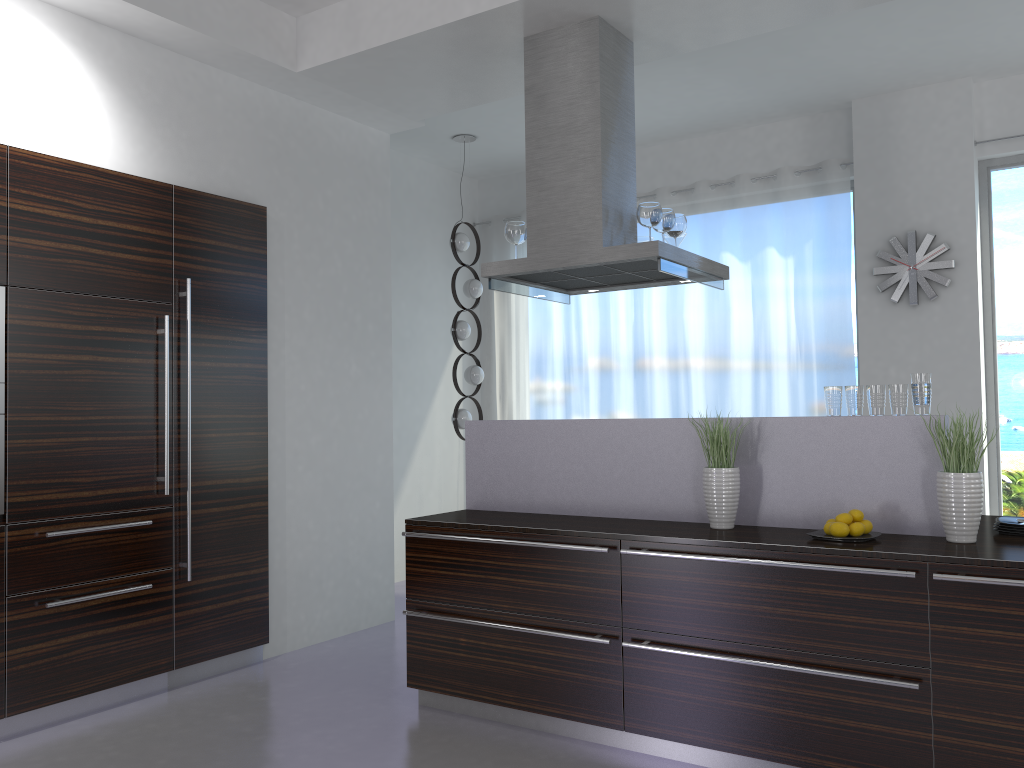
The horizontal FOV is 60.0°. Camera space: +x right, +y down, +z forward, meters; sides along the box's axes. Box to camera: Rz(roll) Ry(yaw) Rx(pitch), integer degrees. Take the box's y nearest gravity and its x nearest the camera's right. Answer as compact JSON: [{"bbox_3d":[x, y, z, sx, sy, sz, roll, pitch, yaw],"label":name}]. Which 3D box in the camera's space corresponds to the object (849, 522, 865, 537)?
[{"bbox_3d":[1.249,0.528,3.217,0.061,0.054,0.052,-1,-2,11],"label":"object"}]

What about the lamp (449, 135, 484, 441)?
[{"bbox_3d":[-0.354,-0.744,6.907,0.180,2.370,0.367,-2,-2,27],"label":"lamp"}]

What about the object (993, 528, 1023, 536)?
[{"bbox_3d":[1.934,0.549,3.307,0.232,0.020,0.232,-3,-3,42],"label":"object"}]

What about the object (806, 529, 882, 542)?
[{"bbox_3d":[1.216,0.556,3.250,0.232,0.020,0.232,-3,-3,42],"label":"object"}]

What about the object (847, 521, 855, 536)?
[{"bbox_3d":[1.244,0.531,3.275,0.057,0.060,0.071,-2,-2,35],"label":"object"}]

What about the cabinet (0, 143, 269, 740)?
[{"bbox_3d":[-2.574,0.237,3.536,0.669,2.500,3.600,-2,-2,34],"label":"cabinet"}]

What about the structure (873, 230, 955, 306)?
[{"bbox_3d":[2.694,-0.780,5.959,0.505,0.505,0.076,-2,-2,34],"label":"structure"}]

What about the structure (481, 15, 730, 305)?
[{"bbox_3d":[0.495,-1.106,4.652,0.981,1.231,0.915,-2,-2,34],"label":"structure"}]

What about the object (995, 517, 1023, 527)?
[{"bbox_3d":[1.834,0.463,3.470,0.269,0.147,0.646,0,-2,-32],"label":"object"}]

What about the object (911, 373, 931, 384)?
[{"bbox_3d":[1.550,0.020,3.357,0.071,0.119,0.072,0,-2,-16],"label":"object"}]

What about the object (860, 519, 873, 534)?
[{"bbox_3d":[1.293,0.524,3.255,0.063,0.053,0.051,0,-2,-16],"label":"object"}]

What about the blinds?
[{"bbox_3d":[1.076,-0.005,7.152,3.245,3.112,0.120,-2,-2,34],"label":"blinds"}]

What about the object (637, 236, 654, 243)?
[{"bbox_3d":[0.707,-0.705,4.828,0.137,0.174,0.137,-1,-2,-1],"label":"object"}]

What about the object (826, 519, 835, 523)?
[{"bbox_3d":[1.204,0.532,3.318,0.052,0.054,0.061,-1,-2,-9],"label":"object"}]

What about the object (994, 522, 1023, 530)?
[{"bbox_3d":[1.934,0.529,3.308,0.232,0.020,0.232,-2,-3,37],"label":"object"}]

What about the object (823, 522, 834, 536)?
[{"bbox_3d":[1.180,0.534,3.267,0.063,0.051,0.053,-2,-3,37],"label":"object"}]

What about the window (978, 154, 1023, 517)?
[{"bbox_3d":[4.455,-0.312,5.182,3.000,2.500,0.100,-2,-2,34],"label":"window"}]

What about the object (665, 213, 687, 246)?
[{"bbox_3d":[0.825,-0.742,4.484,0.125,0.221,0.125,0,-2,-32],"label":"object"}]

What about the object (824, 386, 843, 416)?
[{"bbox_3d":[1.281,0.069,3.534,0.072,0.119,0.071,-1,-2,-6],"label":"object"}]

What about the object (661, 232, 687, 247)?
[{"bbox_3d":[0.865,-0.711,4.723,0.137,0.174,0.137,-1,-2,-1],"label":"object"}]

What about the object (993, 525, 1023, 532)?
[{"bbox_3d":[1.934,0.539,3.307,0.232,0.020,0.232,-3,-3,42],"label":"object"}]

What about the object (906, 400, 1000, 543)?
[{"bbox_3d":[1.584,0.305,3.117,0.269,0.502,0.247,0,-2,-13],"label":"object"}]

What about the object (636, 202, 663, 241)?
[{"bbox_3d":[0.657,-0.748,4.230,0.125,0.221,0.125,0,-2,-32],"label":"object"}]

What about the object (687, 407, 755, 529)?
[{"bbox_3d":[0.829,0.333,3.589,0.269,0.502,0.247,-2,-2,34],"label":"object"}]

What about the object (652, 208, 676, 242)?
[{"bbox_3d":[0.743,-0.745,4.362,0.125,0.221,0.125,0,-2,-32],"label":"object"}]

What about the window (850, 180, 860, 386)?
[{"bbox_3d":[1.333,-0.192,7.255,3.000,2.500,0.100,-2,-2,34],"label":"window"}]

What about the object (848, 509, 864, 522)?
[{"bbox_3d":[1.265,0.484,3.262,0.053,0.048,0.063,-1,-2,0],"label":"object"}]

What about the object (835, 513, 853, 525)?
[{"bbox_3d":[1.215,0.495,3.245,0.061,0.047,0.053,-2,-3,37],"label":"object"}]

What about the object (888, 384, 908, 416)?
[{"bbox_3d":[1.483,0.062,3.400,0.071,0.119,0.072,0,-2,-16],"label":"object"}]

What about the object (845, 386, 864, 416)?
[{"bbox_3d":[1.348,0.067,3.490,0.071,0.119,0.072,0,-2,-16],"label":"object"}]

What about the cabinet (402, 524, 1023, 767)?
[{"bbox_3d":[1.236,1.009,3.680,3.285,0.852,1.377,-2,-2,34],"label":"cabinet"}]

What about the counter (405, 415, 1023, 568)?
[{"bbox_3d":[1.240,0.785,3.696,3.291,1.300,1.302,-2,-2,34],"label":"counter"}]

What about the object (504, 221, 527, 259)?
[{"bbox_3d":[0.022,-0.726,4.602,0.125,0.221,0.125,0,-2,-32],"label":"object"}]

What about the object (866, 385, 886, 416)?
[{"bbox_3d":[1.416,0.064,3.445,0.071,0.119,0.072,0,-2,-16],"label":"object"}]

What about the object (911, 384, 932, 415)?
[{"bbox_3d":[1.550,0.059,3.356,0.071,0.119,0.072,0,-2,-16],"label":"object"}]

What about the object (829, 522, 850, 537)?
[{"bbox_3d":[1.185,0.528,3.209,0.070,0.058,0.060,-2,-2,32],"label":"object"}]
